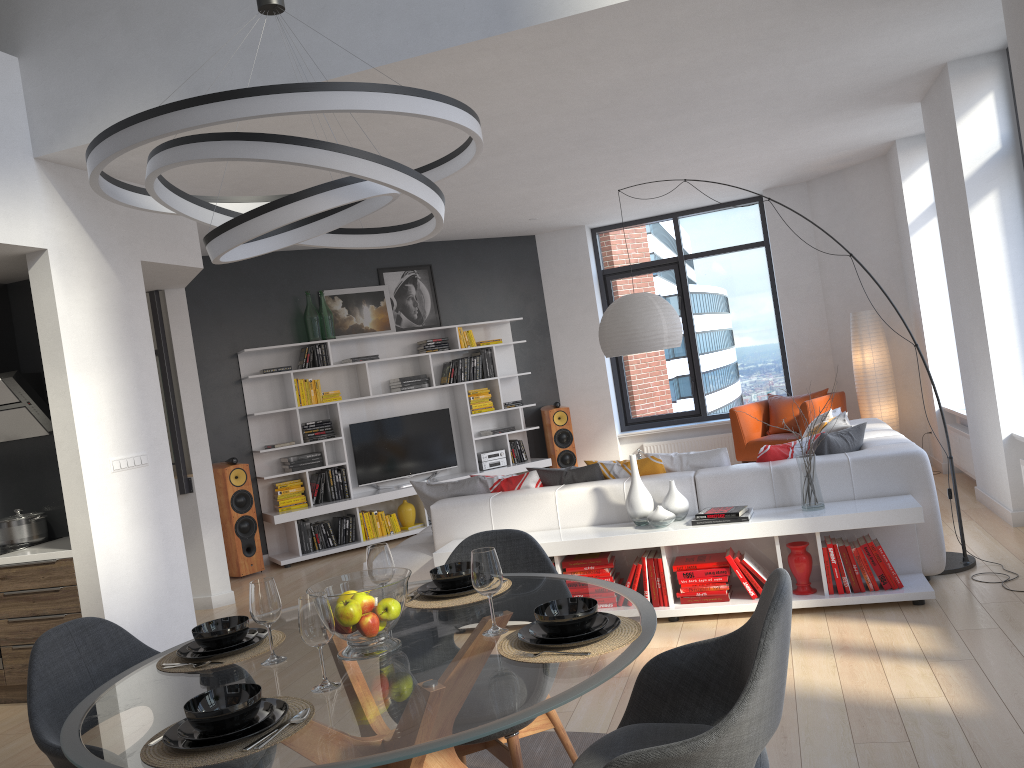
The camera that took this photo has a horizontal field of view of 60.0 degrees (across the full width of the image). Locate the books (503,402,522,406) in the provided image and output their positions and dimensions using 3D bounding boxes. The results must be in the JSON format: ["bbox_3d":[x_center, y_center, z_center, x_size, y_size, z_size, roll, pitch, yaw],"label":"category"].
[{"bbox_3d":[-0.009,0.223,9.649,0.198,0.015,0.142,-9,1,-31],"label":"books"}]

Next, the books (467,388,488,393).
[{"bbox_3d":[-0.395,0.071,9.544,0.223,0.023,0.163,-9,1,-25],"label":"books"}]

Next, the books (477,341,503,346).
[{"bbox_3d":[-0.258,-0.429,9.588,0.257,0.028,0.194,-9,1,-24],"label":"books"}]

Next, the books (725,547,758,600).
[{"bbox_3d":[1.236,1.016,4.774,0.134,0.248,0.192,-8,1,16],"label":"books"}]

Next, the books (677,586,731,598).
[{"bbox_3d":[1.047,1.122,4.837,0.266,0.026,0.187,-8,1,22],"label":"books"}]

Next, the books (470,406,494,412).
[{"bbox_3d":[-0.352,0.267,9.513,0.257,0.024,0.203,-9,1,-26],"label":"books"}]

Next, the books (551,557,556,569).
[{"bbox_3d":[0.272,1.138,5.062,0.049,0.291,0.214,-8,1,16],"label":"books"}]

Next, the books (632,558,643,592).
[{"bbox_3d":[0.693,1.098,4.918,0.115,0.245,0.192,-8,1,16],"label":"books"}]

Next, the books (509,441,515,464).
[{"bbox_3d":[-0.057,0.737,9.611,0.053,0.268,0.202,-9,1,-29],"label":"books"}]

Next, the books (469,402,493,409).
[{"bbox_3d":[-0.358,0.234,9.517,0.243,0.042,0.189,-9,1,-29],"label":"books"}]

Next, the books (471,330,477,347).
[{"bbox_3d":[-0.435,-0.480,9.458,0.044,0.184,0.142,-9,1,-28],"label":"books"}]

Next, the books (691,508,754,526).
[{"bbox_3d":[1.142,0.718,4.800,0.300,0.026,0.245,-8,1,21],"label":"books"}]

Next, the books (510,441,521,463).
[{"bbox_3d":[0.021,0.738,9.633,0.050,0.242,0.169,-9,1,-29],"label":"books"}]

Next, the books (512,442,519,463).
[{"bbox_3d":[-0.001,0.745,9.629,0.049,0.236,0.170,-9,1,-28],"label":"books"}]

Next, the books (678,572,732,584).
[{"bbox_3d":[1.054,1.046,4.835,0.261,0.027,0.191,-8,1,20],"label":"books"}]

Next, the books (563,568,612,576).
[{"bbox_3d":[0.434,1.044,5.015,0.257,0.025,0.182,-8,1,16],"label":"books"}]

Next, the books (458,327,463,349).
[{"bbox_3d":[-0.581,-0.480,9.367,0.041,0.229,0.161,-9,1,-30],"label":"books"}]

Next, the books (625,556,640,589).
[{"bbox_3d":[0.656,1.103,4.936,0.144,0.247,0.188,-8,1,16],"label":"books"}]

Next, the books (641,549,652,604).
[{"bbox_3d":[0.751,1.074,4.900,0.046,0.282,0.199,-8,1,16],"label":"books"}]

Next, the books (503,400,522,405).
[{"bbox_3d":[-0.017,0.205,9.663,0.213,0.023,0.161,-9,1,-26],"label":"books"}]

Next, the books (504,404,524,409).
[{"bbox_3d":[-0.004,0.242,9.647,0.213,0.023,0.161,-9,1,-26],"label":"books"}]

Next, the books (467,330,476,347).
[{"bbox_3d":[-0.451,-0.477,9.439,0.064,0.184,0.141,-9,1,-28],"label":"books"}]

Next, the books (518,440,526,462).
[{"bbox_3d":[0.070,0.731,9.664,0.066,0.242,0.177,-9,1,-29],"label":"books"}]

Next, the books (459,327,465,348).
[{"bbox_3d":[-0.570,-0.480,9.395,0.041,0.224,0.163,-9,1,-31],"label":"books"}]

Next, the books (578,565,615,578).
[{"bbox_3d":[0.453,1.065,5.002,0.236,0.023,0.178,-8,1,16],"label":"books"}]

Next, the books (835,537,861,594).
[{"bbox_3d":[1.746,0.939,4.612,0.076,0.252,0.199,-8,1,16],"label":"books"}]

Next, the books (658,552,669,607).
[{"bbox_3d":[0.841,1.066,4.866,0.028,0.269,0.181,-8,1,16],"label":"books"}]

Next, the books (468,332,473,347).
[{"bbox_3d":[-0.463,-0.463,9.415,0.046,0.161,0.108,-9,1,-30],"label":"books"}]

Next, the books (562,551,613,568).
[{"bbox_3d":[0.427,0.989,5.015,0.259,0.034,0.206,-8,0,13],"label":"books"}]

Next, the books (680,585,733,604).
[{"bbox_3d":[1.063,1.150,4.843,0.259,0.034,0.206,-8,1,19],"label":"books"}]

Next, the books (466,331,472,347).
[{"bbox_3d":[-0.486,-0.469,9.416,0.044,0.178,0.128,-9,1,-29],"label":"books"}]

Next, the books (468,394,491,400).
[{"bbox_3d":[-0.367,0.143,9.530,0.239,0.033,0.176,-9,1,-26],"label":"books"}]

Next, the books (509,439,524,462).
[{"bbox_3d":[0.040,0.729,9.656,0.066,0.255,0.193,-9,1,-29],"label":"books"}]

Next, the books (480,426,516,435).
[{"bbox_3d":[-0.156,0.507,9.596,0.310,0.047,0.250,-9,1,-33],"label":"books"}]

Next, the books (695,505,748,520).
[{"bbox_3d":[1.130,0.693,4.776,0.238,0.027,0.188,-8,1,29],"label":"books"}]

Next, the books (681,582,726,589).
[{"bbox_3d":[1.048,1.073,4.833,0.236,0.023,0.178,-8,1,16],"label":"books"}]

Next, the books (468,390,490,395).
[{"bbox_3d":[-0.373,0.092,9.529,0.223,0.023,0.163,-9,1,-25],"label":"books"}]

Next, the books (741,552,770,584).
[{"bbox_3d":[1.335,1.017,4.739,0.186,0.223,0.188,-8,1,16],"label":"books"}]

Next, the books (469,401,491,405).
[{"bbox_3d":[-0.371,0.207,9.528,0.251,0.014,0.189,-9,1,-26],"label":"books"}]

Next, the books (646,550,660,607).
[{"bbox_3d":[0.792,1.072,4.905,0.038,0.270,0.215,-8,1,16],"label":"books"}]

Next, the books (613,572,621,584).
[{"bbox_3d":[0.461,1.122,5.024,0.279,0.039,0.206,-8,1,17],"label":"books"}]

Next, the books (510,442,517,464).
[{"bbox_3d":[-0.026,0.748,9.623,0.053,0.240,0.189,-9,1,-29],"label":"books"}]

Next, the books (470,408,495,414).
[{"bbox_3d":[-0.341,0.291,9.507,0.257,0.028,0.194,-9,1,-24],"label":"books"}]

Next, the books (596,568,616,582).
[{"bbox_3d":[0.449,1.091,5.009,0.261,0.027,0.191,-8,0,12],"label":"books"}]

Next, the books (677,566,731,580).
[{"bbox_3d":[1.051,1.013,4.851,0.279,0.039,0.206,-8,0,15],"label":"books"}]

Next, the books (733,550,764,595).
[{"bbox_3d":[1.281,1.018,4.755,0.148,0.232,0.171,-8,1,18],"label":"books"}]

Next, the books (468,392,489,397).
[{"bbox_3d":[-0.378,0.116,9.528,0.227,0.022,0.160,-9,0,-13],"label":"books"}]

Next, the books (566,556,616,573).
[{"bbox_3d":[0.447,1.017,5.003,0.266,0.026,0.187,-9,0,11],"label":"books"}]

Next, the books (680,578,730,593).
[{"bbox_3d":[1.056,1.095,4.841,0.257,0.025,0.182,-8,1,16],"label":"books"}]

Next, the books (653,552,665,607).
[{"bbox_3d":[0.819,1.071,4.888,0.028,0.266,0.188,-8,1,16],"label":"books"}]

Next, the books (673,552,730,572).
[{"bbox_3d":[1.047,0.978,4.876,0.301,0.032,0.227,-8,1,16],"label":"books"}]

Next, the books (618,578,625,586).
[{"bbox_3d":[0.472,1.157,5.022,0.301,0.032,0.227,-8,1,16],"label":"books"}]

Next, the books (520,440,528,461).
[{"bbox_3d":[0.085,0.732,9.708,0.077,0.233,0.179,-9,1,-29],"label":"books"}]

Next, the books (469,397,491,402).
[{"bbox_3d":[-0.373,0.170,9.527,0.239,0.019,0.171,-9,1,-29],"label":"books"}]

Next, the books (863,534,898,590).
[{"bbox_3d":[1.901,0.914,4.576,0.116,0.255,0.198,-8,1,16],"label":"books"}]

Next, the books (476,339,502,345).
[{"bbox_3d":[-0.268,-0.453,9.594,0.257,0.024,0.203,-9,1,-26],"label":"books"}]

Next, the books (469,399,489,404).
[{"bbox_3d":[-0.372,0.190,9.506,0.217,0.023,0.145,-9,1,-25],"label":"books"}]
